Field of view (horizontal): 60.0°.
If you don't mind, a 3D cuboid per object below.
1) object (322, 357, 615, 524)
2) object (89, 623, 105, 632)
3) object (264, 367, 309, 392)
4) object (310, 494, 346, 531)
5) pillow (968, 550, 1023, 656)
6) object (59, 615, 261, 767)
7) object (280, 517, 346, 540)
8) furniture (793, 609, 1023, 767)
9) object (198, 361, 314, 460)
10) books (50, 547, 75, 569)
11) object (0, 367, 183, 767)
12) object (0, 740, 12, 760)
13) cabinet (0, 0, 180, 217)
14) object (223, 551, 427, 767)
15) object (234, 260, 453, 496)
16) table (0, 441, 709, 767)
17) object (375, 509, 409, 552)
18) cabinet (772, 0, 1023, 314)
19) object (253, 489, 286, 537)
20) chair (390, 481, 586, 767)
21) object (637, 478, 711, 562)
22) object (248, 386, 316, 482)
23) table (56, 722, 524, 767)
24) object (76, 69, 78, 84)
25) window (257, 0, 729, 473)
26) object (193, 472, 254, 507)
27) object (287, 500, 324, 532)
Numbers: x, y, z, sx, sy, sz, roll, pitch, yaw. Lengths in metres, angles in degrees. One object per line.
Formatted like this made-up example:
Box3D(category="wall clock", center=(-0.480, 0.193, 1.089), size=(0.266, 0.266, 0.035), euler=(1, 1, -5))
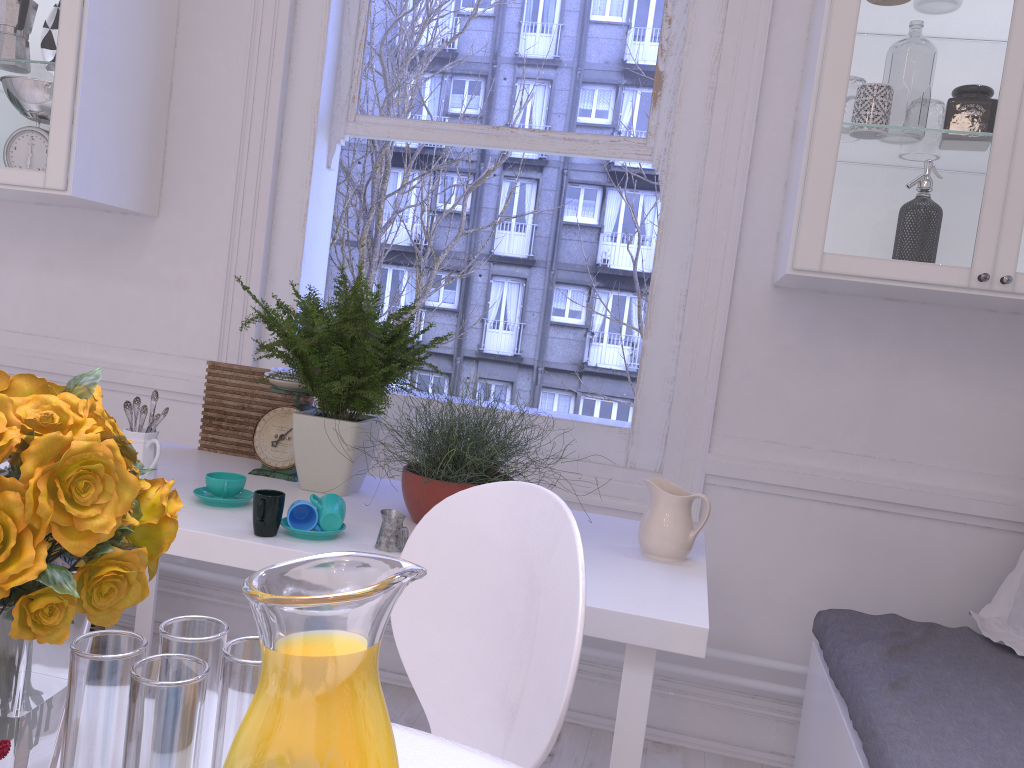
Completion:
Box3D(category="object", center=(-0.085, 0.132, 1.862), size=(0.668, 0.367, 0.531), euler=(10, 5, 36))
Box3D(category="object", center=(-1.273, 0.604, 2.361), size=(0.276, 0.270, 0.276), euler=(3, 6, -45))
Box3D(category="object", center=(-0.524, -0.010, 2.174), size=(0.163, 0.047, 0.164), euler=(5, 4, -29))
Box3D(category="object", center=(-0.343, 0.238, 1.643), size=(0.069, 0.059, 0.082), euler=(6, 4, -11))
Box3D(category="pillow", center=(1.320, 0.305, 1.828), size=(0.374, 0.642, 0.677), euler=(6, 4, -18))
Box3D(category="object", center=(-0.228, 0.265, 0.593), size=(0.101, 0.186, 0.122), euler=(11, 5, 41))
Box3D(category="object", center=(-0.369, 0.267, 1.640), size=(0.121, 0.021, 0.121), euler=(4, 5, -38))
Box3D(category="furniture", center=(0.702, 0.863, 0.485), size=(0.769, 0.508, 3.296), euler=(8, 4, 11))
Box3D(category="object", center=(-0.665, 0.077, 2.306), size=(0.294, 0.237, 0.028), euler=(8, 4, 11))
Box3D(category="books", center=(-1.259, 0.571, 2.368), size=(0.205, 0.306, 0.221), euler=(3, 6, -45))
Box3D(category="object", center=(-0.363, 0.162, 0.625), size=(0.234, 0.351, 0.235), euler=(6, 4, -24))
Box3D(category="object", center=(-0.257, 0.225, 0.373), size=(0.128, 0.287, 0.128), euler=(8, 4, 13))
Box3D(category="cabinet", center=(-1.426, -1.200, 2.501), size=(0.823, 1.311, 0.425), euler=(8, 4, 11))
Box3D(category="object", center=(-0.125, 0.240, 0.544), size=(0.094, 0.267, 0.116), euler=(10, 5, 38))
Box3D(category="object", center=(-0.400, -0.018, 2.019), size=(0.438, 0.527, 0.368), euler=(8, 4, 11))
Box3D(category="table", center=(-0.390, 0.569, 1.917), size=(1.514, 0.619, 0.736), euler=(8, 4, 11))
Box3D(category="object", center=(-0.212, 0.266, 1.608), size=(0.066, 0.067, 0.052), euler=(8, 4, 12))
Box3D(category="cabinet", center=(1.118, -0.841, 1.988), size=(0.823, 1.311, 0.425), euler=(8, 4, 11))
Box3D(category="object", center=(-0.444, 0.233, 1.590), size=(0.055, 0.077, 0.070), euler=(10, 5, 37))
Box3D(category="chair", center=(-0.214, 0.537, 1.077), size=(0.483, 0.845, 0.604), euler=(5, 5, -33))
Box3D(category="object", center=(0.326, 0.278, 1.815), size=(0.127, 0.152, 0.115), euler=(7, 4, -6))
Box3D(category="object", center=(-0.537, 0.116, 2.172), size=(0.159, 0.208, 0.185), euler=(8, 4, 11))
Box3D(category="table", center=(-0.319, 0.679, 0.393), size=(1.140, 0.629, 1.140), euler=(11, 5, 40))
Box3D(category="object", center=(-1.422, -1.201, 2.522), size=(0.811, 0.651, 0.376), euler=(8, 4, 11))
Box3D(category="window", center=(-0.054, -0.724, 2.583), size=(1.234, 1.782, 0.181), euler=(8, 4, 11))
Box3D(category="object", center=(-0.580, 0.213, 1.793), size=(0.121, 0.055, 0.121), euler=(4, 5, -38))
Box3D(category="object", center=(-0.381, 0.240, 1.638), size=(0.069, 0.058, 0.080), euler=(6, 4, -16))
